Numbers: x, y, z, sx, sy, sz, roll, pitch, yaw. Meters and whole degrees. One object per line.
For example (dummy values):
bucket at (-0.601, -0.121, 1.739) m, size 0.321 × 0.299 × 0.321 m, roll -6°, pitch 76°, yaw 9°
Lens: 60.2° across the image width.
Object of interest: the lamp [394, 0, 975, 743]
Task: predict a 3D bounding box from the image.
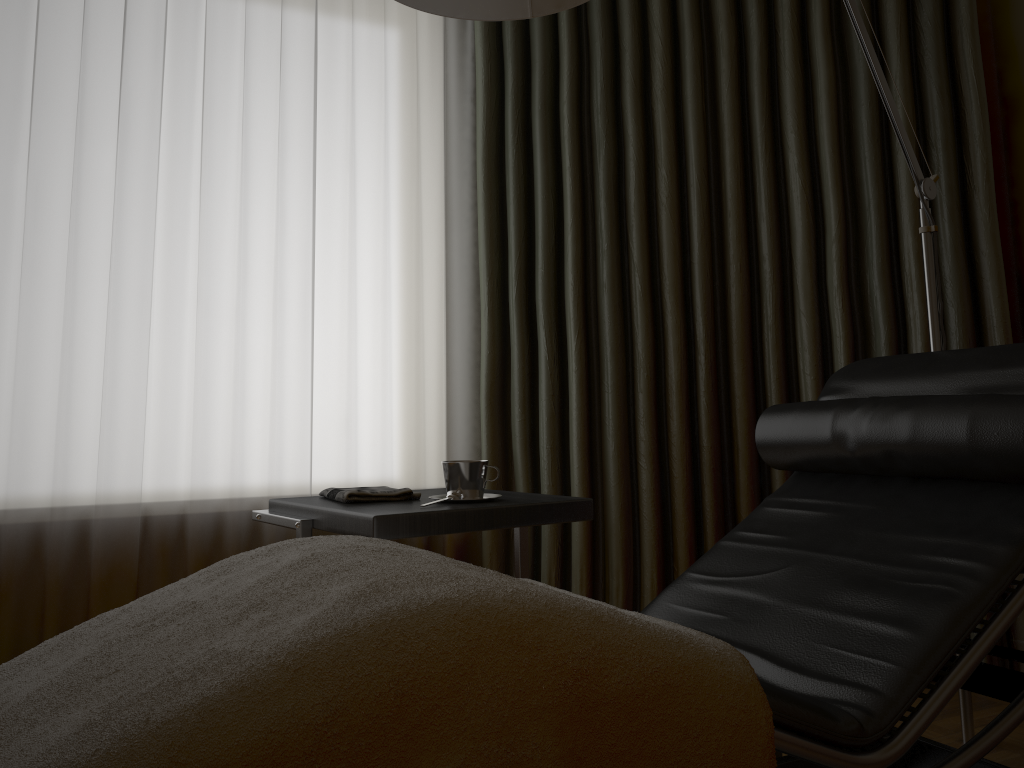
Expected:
lamp at (0.422, -0.211, 1.534) m, size 1.413 × 1.990 × 0.447 m, roll 2°, pitch -8°, yaw -23°

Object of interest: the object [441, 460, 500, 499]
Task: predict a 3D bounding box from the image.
object at (-0.090, 0.197, 1.809) m, size 0.110 × 0.079 × 0.097 m, roll 1°, pitch -5°, yaw -25°

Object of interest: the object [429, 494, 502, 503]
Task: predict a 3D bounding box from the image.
object at (-0.095, 0.234, 1.801) m, size 0.150 × 0.009 × 0.149 m, roll 0°, pitch -3°, yaw -21°

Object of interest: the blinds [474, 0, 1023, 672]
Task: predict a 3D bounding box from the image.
blinds at (0.600, -0.465, 2.650) m, size 1.530 × 2.481 × 0.222 m, roll -3°, pitch -8°, yaw 18°

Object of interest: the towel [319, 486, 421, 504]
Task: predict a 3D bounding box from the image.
towel at (-0.306, 0.237, 1.905) m, size 0.178 × 0.036 × 0.239 m, roll 0°, pitch -3°, yaw -23°

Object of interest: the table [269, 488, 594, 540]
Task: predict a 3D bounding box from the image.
table at (-0.184, 0.266, 1.876) m, size 0.498 × 0.045 × 0.514 m, roll 1°, pitch -3°, yaw -35°

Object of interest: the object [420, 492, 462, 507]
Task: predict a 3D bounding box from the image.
object at (-0.139, 0.223, 1.711) m, size 0.029 × 0.020 × 0.123 m, roll -4°, pitch -4°, yaw 33°

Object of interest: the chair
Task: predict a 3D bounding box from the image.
chair at (0.215, 0.326, 1.264) m, size 1.785 × 0.807 × 0.630 m, roll 1°, pitch -6°, yaw -26°

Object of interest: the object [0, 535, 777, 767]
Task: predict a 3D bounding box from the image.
object at (-0.262, 0.473, 1.023) m, size 0.907 × 0.526 × 0.910 m, roll 1°, pitch -5°, yaw -26°

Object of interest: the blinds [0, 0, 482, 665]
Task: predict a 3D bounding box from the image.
blinds at (-1.074, -0.384, 2.442) m, size 2.192 × 2.317 × 0.091 m, roll 2°, pitch -8°, yaw -26°
